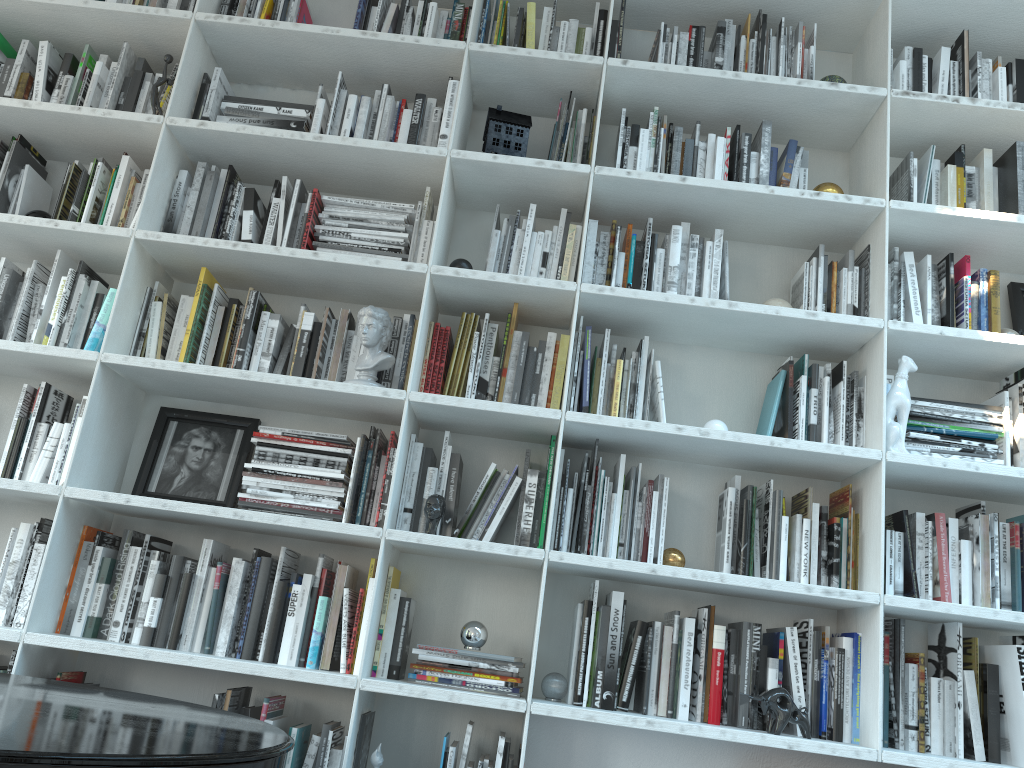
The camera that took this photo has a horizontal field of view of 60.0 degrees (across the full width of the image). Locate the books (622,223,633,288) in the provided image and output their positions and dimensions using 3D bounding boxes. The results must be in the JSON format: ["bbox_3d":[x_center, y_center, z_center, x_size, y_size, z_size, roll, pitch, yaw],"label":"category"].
[{"bbox_3d":[0.339,-0.330,2.700,0.014,0.283,0.136,7,-16,2],"label":"books"}]

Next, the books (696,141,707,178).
[{"bbox_3d":[0.575,-0.625,2.772,0.025,0.215,0.144,7,-16,2],"label":"books"}]

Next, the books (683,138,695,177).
[{"bbox_3d":[0.537,-0.632,2.780,0.028,0.223,0.142,7,-16,2],"label":"books"}]

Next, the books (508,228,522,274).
[{"bbox_3d":[0.005,-0.339,2.685,0.023,0.206,0.171,7,-16,2],"label":"books"}]

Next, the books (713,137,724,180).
[{"bbox_3d":[0.620,-0.624,2.744,0.021,0.208,0.181,7,-16,2],"label":"books"}]

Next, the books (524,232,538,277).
[{"bbox_3d":[0.052,-0.332,2.666,0.024,0.194,0.173,7,-16,2],"label":"books"}]

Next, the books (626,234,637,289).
[{"bbox_3d":[0.349,-0.311,2.674,0.013,0.235,0.158,7,-16,2],"label":"books"}]

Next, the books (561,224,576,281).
[{"bbox_3d":[0.161,-0.336,2.661,0.028,0.229,0.177,7,-16,2],"label":"books"}]

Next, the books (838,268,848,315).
[{"bbox_3d":[0.961,-0.219,2.645,0.013,0.201,0.174,7,-16,2],"label":"books"}]

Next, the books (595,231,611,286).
[{"bbox_3d":[0.266,-0.321,2.690,0.030,0.241,0.138,7,-16,2],"label":"books"}]

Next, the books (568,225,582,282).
[{"bbox_3d":[0.181,-0.333,2.676,0.026,0.237,0.173,7,-16,2],"label":"books"}]

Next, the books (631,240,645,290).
[{"bbox_3d":[0.367,-0.298,2.672,0.026,0.215,0.162,7,-16,2],"label":"books"}]

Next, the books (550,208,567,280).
[{"bbox_3d":[0.133,-0.365,2.689,0.028,0.292,0.155,7,-16,2],"label":"books"}]

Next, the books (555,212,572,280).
[{"bbox_3d":[0.148,-0.356,2.684,0.025,0.276,0.173,7,-16,2],"label":"books"}]

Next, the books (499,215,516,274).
[{"bbox_3d":[-0.018,-0.362,2.691,0.028,0.249,0.165,7,-16,2],"label":"books"}]

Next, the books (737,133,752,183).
[{"bbox_3d":[0.701,-0.625,2.755,0.030,0.237,0.186,7,-16,2],"label":"books"}]

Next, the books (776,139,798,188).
[{"bbox_3d":[0.828,-0.609,2.744,0.054,0.234,0.172,7,-16,2],"label":"books"}]

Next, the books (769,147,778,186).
[{"bbox_3d":[0.785,-0.600,2.754,0.030,0.212,0.157,7,-16,2],"label":"books"}]

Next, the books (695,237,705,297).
[{"bbox_3d":[0.548,-0.296,2.680,0.024,0.261,0.134,7,-16,2],"label":"books"}]

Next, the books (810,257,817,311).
[{"bbox_3d":[0.880,-0.242,2.658,0.012,0.231,0.154,7,-16,2],"label":"books"}]

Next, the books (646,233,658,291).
[{"bbox_3d":[0.406,-0.308,2.661,0.022,0.236,0.165,7,-16,2],"label":"books"}]

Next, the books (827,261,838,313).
[{"bbox_3d":[0.936,-0.232,2.656,0.016,0.227,0.160,7,-16,2],"label":"books"}]

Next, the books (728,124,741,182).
[{"bbox_3d":[0.683,-0.644,2.780,0.012,0.284,0.160,7,-16,2],"label":"books"}]

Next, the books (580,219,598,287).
[{"bbox_3d":[0.224,-0.337,2.670,0.028,0.250,0.190,7,-16,2],"label":"books"}]

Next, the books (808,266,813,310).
[{"bbox_3d":[0.870,-0.229,2.656,0.005,0.204,0.154,7,-16,2],"label":"books"}]

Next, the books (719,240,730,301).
[{"bbox_3d":[0.630,-0.282,2.673,0.034,0.253,0.161,7,-16,2],"label":"books"}]

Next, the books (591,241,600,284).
[{"bbox_3d":[0.242,-0.307,2.690,0.013,0.209,0.140,7,-16,2],"label":"books"}]

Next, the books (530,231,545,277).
[{"bbox_3d":[0.070,-0.329,2.668,0.027,0.196,0.185,7,-16,2],"label":"books"}]

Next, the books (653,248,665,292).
[{"bbox_3d":[0.426,-0.282,2.663,0.025,0.193,0.171,7,-16,2],"label":"books"}]

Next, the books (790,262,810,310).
[{"bbox_3d":[0.861,-0.237,2.662,0.015,0.219,0.140,7,-16,2],"label":"books"}]

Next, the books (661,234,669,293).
[{"bbox_3d":[0.448,-0.308,2.677,0.011,0.256,0.132,7,-16,2],"label":"books"}]

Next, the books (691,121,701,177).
[{"bbox_3d":[0.561,-0.659,2.784,0.013,0.283,0.155,7,-16,2],"label":"books"}]

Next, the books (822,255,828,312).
[{"bbox_3d":[0.910,-0.244,2.657,0.016,0.243,0.152,7,-16,2],"label":"books"}]

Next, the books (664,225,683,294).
[{"bbox_3d":[0.470,-0.315,2.653,0.030,0.262,0.182,7,-16,2],"label":"books"}]

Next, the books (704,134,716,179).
[{"bbox_3d":[0.600,-0.635,2.763,0.023,0.236,0.150,7,-16,2],"label":"books"}]

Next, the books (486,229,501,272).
[{"bbox_3d":[-0.059,-0.341,2.669,0.028,0.185,0.182,7,-16,2],"label":"books"}]

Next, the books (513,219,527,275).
[{"bbox_3d":[0.022,-0.352,2.683,0.023,0.235,0.179,7,-16,2],"label":"books"}]

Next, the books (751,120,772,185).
[{"bbox_3d":[0.760,-0.643,2.751,0.029,0.284,0.184,7,-16,2],"label":"books"}]

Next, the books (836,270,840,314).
[{"bbox_3d":[0.949,-0.219,2.657,0.012,0.205,0.138,7,-16,2],"label":"books"}]

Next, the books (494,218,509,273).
[{"bbox_3d":[-0.036,-0.359,2.696,0.024,0.242,0.160,7,-16,2],"label":"books"}]

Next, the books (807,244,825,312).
[{"bbox_3d":[0.896,-0.260,2.650,0.015,0.266,0.164,7,-16,2],"label":"books"}]

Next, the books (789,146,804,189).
[{"bbox_3d":[0.849,-0.595,2.749,0.048,0.216,0.183,7,-16,2],"label":"books"}]

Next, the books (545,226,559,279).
[{"bbox_3d":[0.112,-0.340,2.679,0.024,0.233,0.150,7,-16,2],"label":"books"}]

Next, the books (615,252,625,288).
[{"bbox_3d":[0.315,-0.287,2.671,0.021,0.178,0.137,7,-16,2],"label":"books"}]

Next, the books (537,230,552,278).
[{"bbox_3d":[0.092,-0.333,2.670,0.029,0.210,0.158,7,-16,2],"label":"books"}]

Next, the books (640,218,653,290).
[{"bbox_3d":[0.391,-0.332,2.662,0.014,0.279,0.178,7,-16,2],"label":"books"}]

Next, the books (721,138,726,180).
[{"bbox_3d":[0.636,-0.624,2.759,0.011,0.221,0.159,7,-16,2],"label":"books"}]

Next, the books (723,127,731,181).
[{"bbox_3d":[0.651,-0.642,2.766,0.012,0.264,0.157,7,-16,2],"label":"books"}]

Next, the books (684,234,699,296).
[{"bbox_3d":[0.522,-0.296,2.659,0.025,0.244,0.184,7,-16,2],"label":"books"}]

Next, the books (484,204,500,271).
[{"bbox_3d":[-0.065,-0.384,2.704,0.018,0.284,0.160,7,-16,2],"label":"books"}]

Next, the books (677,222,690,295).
[{"bbox_3d":[0.500,-0.319,2.681,0.027,0.294,0.160,7,-16,2],"label":"books"}]

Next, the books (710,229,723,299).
[{"bbox_3d":[0.593,-0.303,2.655,0.024,0.271,0.170,7,-16,2],"label":"books"}]

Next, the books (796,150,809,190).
[{"bbox_3d":[0.887,-0.591,2.767,0.026,0.228,0.141,7,-16,2],"label":"books"}]

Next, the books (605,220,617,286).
[{"bbox_3d":[0.290,-0.337,2.690,0.014,0.277,0.154,7,-16,2],"label":"books"}]

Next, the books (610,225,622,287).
[{"bbox_3d":[0.302,-0.325,2.669,0.014,0.247,0.177,7,-16,2],"label":"books"}]

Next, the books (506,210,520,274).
[{"bbox_3d":[-0.002,-0.373,2.696,0.019,0.274,0.146,7,-16,2],"label":"books"}]

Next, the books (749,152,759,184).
[{"bbox_3d":[0.726,-0.593,2.750,0.027,0.181,0.176,7,-16,2],"label":"books"}]

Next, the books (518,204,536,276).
[{"bbox_3d":[0.041,-0.375,2.667,0.028,0.274,0.187,7,-16,2],"label":"books"}]

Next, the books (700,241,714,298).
[{"bbox_3d":[0.568,-0.283,2.661,0.021,0.231,0.183,7,-16,2],"label":"books"}]
